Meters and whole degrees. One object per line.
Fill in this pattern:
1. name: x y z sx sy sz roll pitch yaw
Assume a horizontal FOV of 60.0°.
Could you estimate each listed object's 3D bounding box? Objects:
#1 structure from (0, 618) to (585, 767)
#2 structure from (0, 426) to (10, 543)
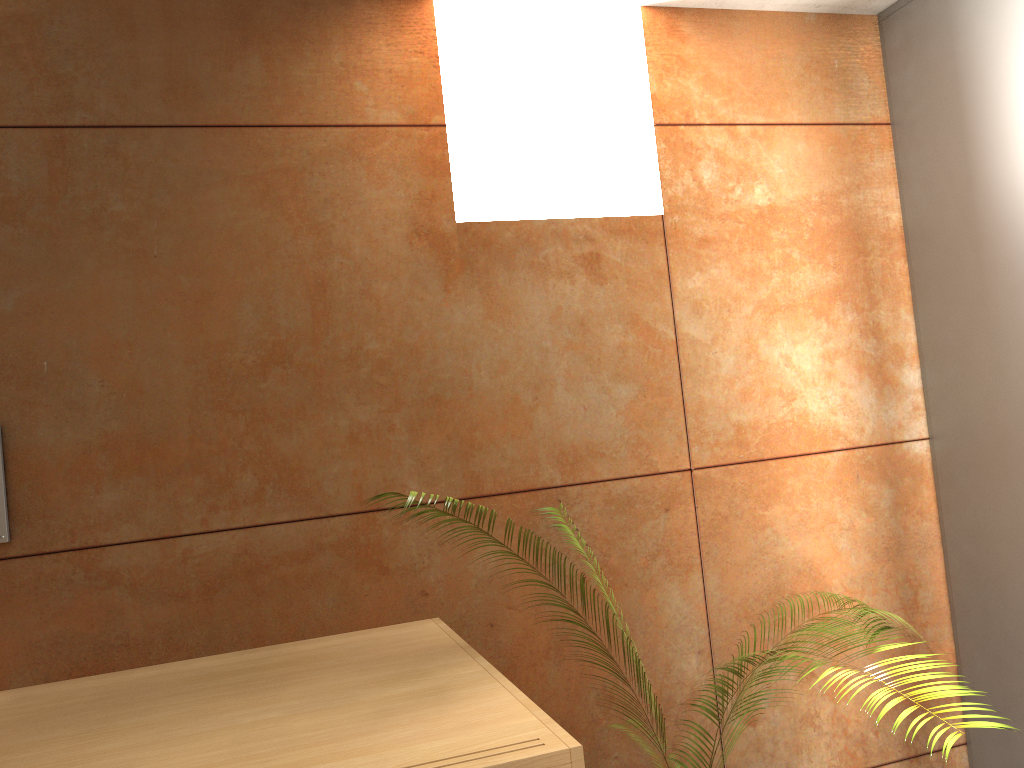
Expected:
1. structure: -0.636 0.955 0.811 1.950 1.110 2.400 -5 -2 -17
2. structure: -1.239 0.231 1.967 0.220 0.260 0.096 -5 -2 -17
